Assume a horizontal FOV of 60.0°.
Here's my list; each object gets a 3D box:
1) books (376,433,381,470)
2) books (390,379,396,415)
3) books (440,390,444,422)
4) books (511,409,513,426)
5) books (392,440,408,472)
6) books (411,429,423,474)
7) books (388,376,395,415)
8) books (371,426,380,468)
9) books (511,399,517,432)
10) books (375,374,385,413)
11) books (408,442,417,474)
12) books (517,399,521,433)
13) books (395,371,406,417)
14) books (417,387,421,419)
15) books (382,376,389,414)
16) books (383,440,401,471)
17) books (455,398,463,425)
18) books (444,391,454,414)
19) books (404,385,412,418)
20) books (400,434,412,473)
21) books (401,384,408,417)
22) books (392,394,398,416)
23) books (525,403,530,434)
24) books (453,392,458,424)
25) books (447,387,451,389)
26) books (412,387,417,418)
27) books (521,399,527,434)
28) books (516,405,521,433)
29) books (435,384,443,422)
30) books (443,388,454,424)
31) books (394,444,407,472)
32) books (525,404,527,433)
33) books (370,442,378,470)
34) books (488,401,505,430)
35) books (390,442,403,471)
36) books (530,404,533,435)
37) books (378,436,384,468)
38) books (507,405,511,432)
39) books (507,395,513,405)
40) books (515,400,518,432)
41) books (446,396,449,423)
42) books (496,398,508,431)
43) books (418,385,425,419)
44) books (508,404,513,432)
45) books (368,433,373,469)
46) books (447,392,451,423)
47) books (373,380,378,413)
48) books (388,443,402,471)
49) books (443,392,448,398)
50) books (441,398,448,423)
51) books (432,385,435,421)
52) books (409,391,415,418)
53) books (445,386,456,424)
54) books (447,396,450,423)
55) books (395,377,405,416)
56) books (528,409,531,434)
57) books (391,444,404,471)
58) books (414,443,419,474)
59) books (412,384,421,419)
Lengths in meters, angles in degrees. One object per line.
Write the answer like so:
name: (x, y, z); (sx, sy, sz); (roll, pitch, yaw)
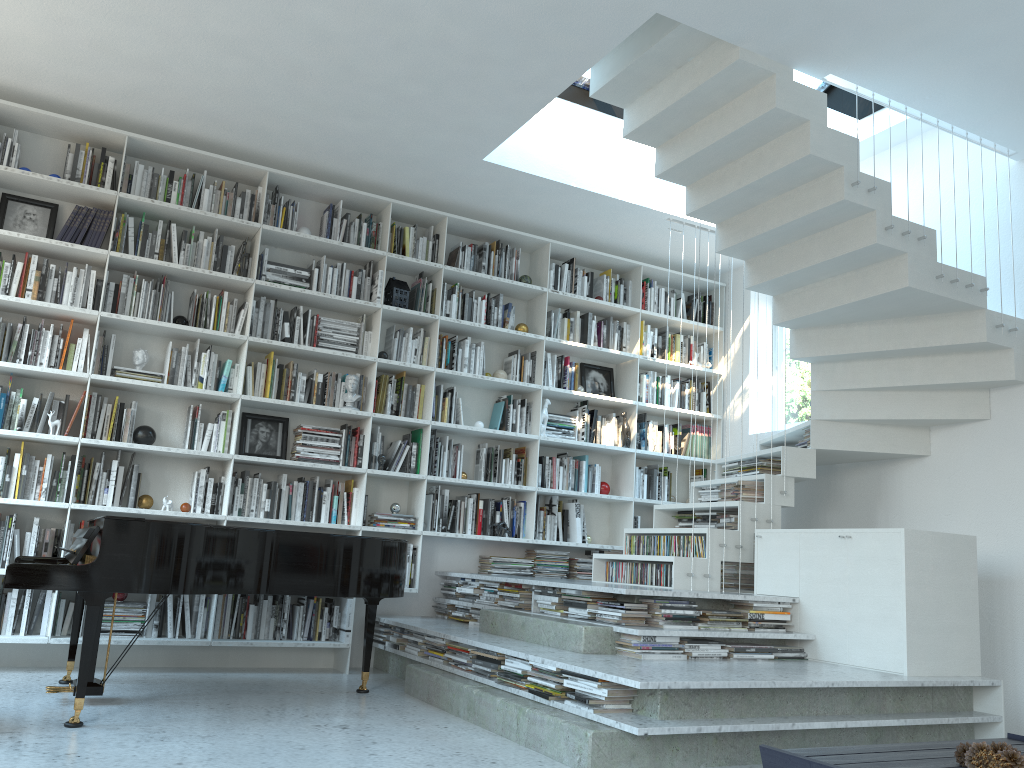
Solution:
books: (-0.926, 0.466, 5.985); (0.012, 0.265, 0.157); (9, -12, -27)
books: (-0.846, 0.112, 6.090); (0.035, 0.277, 0.139); (9, -12, -27)
books: (-0.525, 0.173, 6.238); (0.013, 0.255, 0.144); (9, -12, -27)
books: (-0.038, 0.268, 6.489); (0.007, 0.229, 0.147); (9, -12, -27)
books: (-0.791, 0.502, 6.042); (0.094, 0.238, 0.150); (9, -12, -27)
books: (-0.668, 0.476, 6.102); (0.014, 0.324, 0.183); (9, -12, -27)
books: (-0.852, 0.098, 6.062); (0.019, 0.293, 0.164); (9, -12, -27)
books: (-0.931, 0.443, 5.975); (0.013, 0.306, 0.141); (9, -12, -27)
books: (-0.019, 0.252, 6.484); (0.018, 0.262, 0.165); (9, -12, -27)
books: (-0.919, 0.088, 6.030); (0.035, 0.292, 0.145); (9, -12, -27)
books: (-0.704, 0.519, 6.066); (0.029, 0.222, 0.171); (9, -12, -27)
books: (0.021, 0.254, 6.515); (0.032, 0.274, 0.154); (9, -12, -27)
books: (-0.785, 0.089, 6.105); (0.022, 0.337, 0.169); (9, -12, -27)
books: (-0.677, 0.155, 6.171); (0.019, 0.247, 0.149); (9, -12, -27)
books: (-0.890, 0.095, 6.056); (0.035, 0.292, 0.145); (9, -12, -27)
books: (-0.835, 0.497, 5.998); (0.095, 0.228, 0.190); (9, -12, -27)
books: (-0.393, 0.214, 6.276); (0.051, 0.210, 0.177); (9, -12, -27)
books: (-0.454, 0.176, 6.272); (0.006, 0.273, 0.167); (9, -12, -27)
books: (-0.741, 0.138, 6.096); (0.027, 0.241, 0.189); (9, -12, -27)
books: (-0.731, 0.488, 6.080); (0.013, 0.285, 0.139); (9, -12, -27)
books: (-0.773, 0.133, 6.108); (0.033, 0.252, 0.175); (9, -12, -27)
books: (-0.828, 0.164, 6.094); (0.030, 0.180, 0.132); (9, -12, -27)
books: (0.082, 0.271, 6.524); (0.011, 0.252, 0.169); (9, -12, -27)
books: (-0.430, 0.191, 6.291); (0.007, 0.253, 0.161); (9, -12, -26)
books: (-0.454, 0.172, 6.320); (0.011, 0.300, 0.089); (9, -12, -27)
books: (-0.710, 0.151, 6.143); (0.028, 0.239, 0.145); (9, -12, -27)
books: (0.051, 0.255, 6.506); (0.012, 0.273, 0.184); (9, -12, -27)
books: (0.010, 0.274, 6.488); (0.012, 0.224, 0.178); (9, -12, -27)
books: (-0.535, 0.154, 6.203); (0.013, 0.278, 0.192); (9, -12, -27)
books: (-0.456, 0.176, 6.264); (0.006, 0.269, 0.178); (9, -12, -27)
books: (-0.793, 0.516, 6.050); (0.090, 0.214, 0.139); (9, -12, -27)
books: (0.062, 0.276, 6.533); (0.013, 0.244, 0.159); (9, -12, -27)
books: (-0.945, 0.494, 5.942); (0.027, 0.191, 0.182); (9, -12, -27)
books: (-0.116, 0.250, 6.446); (0.056, 0.240, 0.153); (9, -12, -27)
books: (-0.818, 0.506, 6.035); (0.095, 0.225, 0.144); (9, -12, -27)
books: (0.108, 0.281, 6.544); (0.010, 0.245, 0.158); (9, -12, -27)
books: (-0.906, 0.478, 5.994); (0.035, 0.248, 0.141); (9, -12, -27)
books: (-0.059, 0.271, 6.457); (0.006, 0.209, 0.188); (9, -12, -26)
books: (-0.044, 0.235, 6.490); (0.013, 0.295, 0.154); (9, -12, -27)
books: (-0.005, 0.256, 6.492); (0.015, 0.259, 0.152); (9, -12, -27)
books: (-0.490, 0.201, 6.247); (0.014, 0.209, 0.157); (9, -12, -27)
books: (-0.079, 0.242, 6.459); (0.021, 0.264, 0.174); (9, -12, -27)
books: (-0.657, 0.147, 6.179); (0.033, 0.268, 0.142); (9, -12, -27)
books: (-0.050, 0.268, 6.463); (0.013, 0.218, 0.187); (9, -12, -27)
books: (-0.977, 0.463, 5.953); (0.028, 0.252, 0.143); (9, -12, -27)
books: (-0.471, 0.189, 6.264); (0.017, 0.242, 0.132); (9, -12, -27)
books: (-0.959, 0.109, 6.036); (0.013, 0.246, 0.177); (9, -12, -27)
books: (-0.823, 0.509, 6.008); (0.089, 0.210, 0.176); (9, -12, -27)
books: (-0.499, 0.183, 6.246); (0.008, 0.242, 0.169); (9, -12, -27)
books: (-0.499, 0.202, 6.212); (0.017, 0.191, 0.191); (9, -12, -27)
books: (-0.582, 0.145, 6.197); (0.035, 0.287, 0.191); (9, -12, -27)
books: (-0.725, 0.162, 6.111); (0.034, 0.204, 0.181); (9, -12, -27)
books: (-0.445, 0.170, 6.277); (0.013, 0.287, 0.159); (9, -12, -27)
books: (-0.477, 0.200, 6.245); (0.007, 0.211, 0.158); (9, -12, -26)
books: (-0.789, 0.106, 6.079); (0.019, 0.292, 0.182); (9, -12, -27)
books: (0.088, 0.296, 6.542); (0.023, 0.211, 0.164); (9, -12, -27)
books: (-0.807, 0.514, 6.034); (0.090, 0.211, 0.143); (9, -12, -27)
books: (-0.687, 0.522, 6.087); (0.021, 0.226, 0.148); (9, -12, -27)
books: (-0.686, 0.141, 6.151); (0.032, 0.266, 0.143); (9, -12, -27)
